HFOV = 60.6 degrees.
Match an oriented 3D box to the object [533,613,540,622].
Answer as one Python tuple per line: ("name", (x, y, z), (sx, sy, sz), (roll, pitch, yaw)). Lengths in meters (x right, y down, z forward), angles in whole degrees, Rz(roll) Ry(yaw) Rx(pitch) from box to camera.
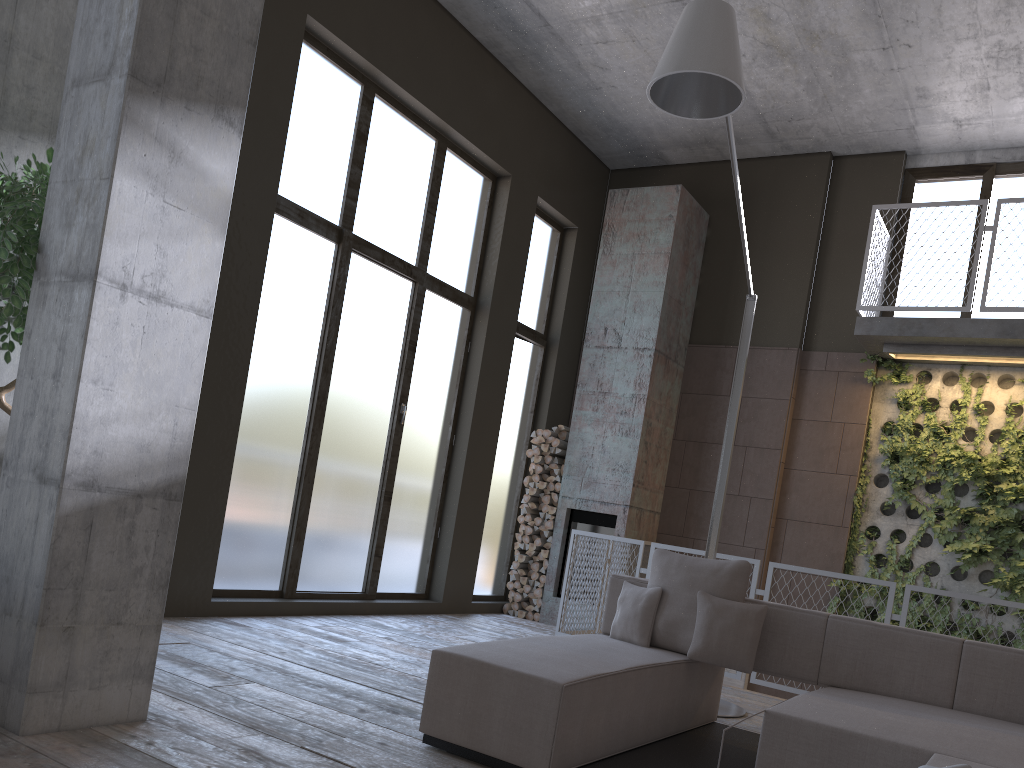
("object", (0.373, 2.466, 9.289), (0.091, 0.091, 0.445), (7, -8, 32))

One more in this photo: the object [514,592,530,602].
("object", (0.139, 2.276, 9.360), (0.097, 0.106, 0.299), (7, -8, 34))

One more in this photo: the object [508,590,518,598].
("object", (0.085, 2.271, 9.448), (0.100, 0.102, 0.298), (6, -8, 34))

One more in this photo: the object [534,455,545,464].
("object", (0.392, 0.836, 9.380), (0.093, 0.083, 0.488), (6, -9, 32))

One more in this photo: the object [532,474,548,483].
("object", (0.363, 1.037, 9.437), (0.091, 0.093, 0.445), (7, -8, 32))

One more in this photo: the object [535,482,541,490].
("object", (0.378, 1.117, 9.412), (0.066, 0.067, 0.430), (7, -8, 32))

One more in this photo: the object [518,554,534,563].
("object", (0.223, 1.879, 9.377), (0.093, 0.083, 0.488), (6, -9, 32))

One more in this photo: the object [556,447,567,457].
("object", (0.592, 0.738, 9.277), (0.066, 0.067, 0.430), (7, -8, 32))

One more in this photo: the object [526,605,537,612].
("object", (0.301, 2.399, 9.353), (0.114, 0.079, 0.443), (6, -9, 32))

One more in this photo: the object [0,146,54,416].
("object", (-2.067, -0.051, 3.620), (1.001, 1.854, 0.972), (9, -2, -1))

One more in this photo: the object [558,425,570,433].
("object", (0.602, 0.492, 9.341), (0.087, 0.055, 0.338), (5, -9, 32))

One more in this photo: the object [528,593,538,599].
("object", (0.314, 2.248, 9.315), (0.121, 0.067, 0.370), (5, -9, 34))

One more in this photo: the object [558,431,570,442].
("object", (0.607, 0.575, 9.366), (0.098, 0.107, 0.299), (7, -8, 34))

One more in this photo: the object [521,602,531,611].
("object", (0.224, 2.383, 9.416), (0.100, 0.086, 0.369), (6, -9, 32))

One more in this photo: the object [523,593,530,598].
("object", (0.229, 2.256, 9.373), (0.064, 0.074, 0.366), (7, -8, 31))

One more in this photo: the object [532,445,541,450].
("object", (0.340, 0.715, 9.443), (0.065, 0.086, 0.433), (7, -8, 31))

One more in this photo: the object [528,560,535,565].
("object", (0.294, 1.909, 9.368), (0.064, 0.074, 0.366), (7, -8, 35))

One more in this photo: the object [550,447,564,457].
("object", (0.525, 0.735, 9.319), (0.067, 0.066, 0.430), (7, -9, 32))

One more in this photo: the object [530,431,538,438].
("object", (0.337, 0.571, 9.441), (0.067, 0.068, 0.431), (7, -8, 32))

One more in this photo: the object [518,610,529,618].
("object", (0.221, 2.462, 9.368), (0.093, 0.083, 0.488), (6, -9, 32))

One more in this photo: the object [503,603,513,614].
("object", (0.022, 2.423, 9.457), (0.063, 0.124, 0.370), (8, -7, 32))

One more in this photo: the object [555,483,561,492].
("object", (0.594, 1.115, 9.291), (0.091, 0.091, 0.445), (7, -8, 32))

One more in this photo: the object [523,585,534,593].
("object", (0.267, 2.188, 9.348), (0.090, 0.089, 0.463), (7, -8, 31))

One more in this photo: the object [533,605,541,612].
("object", (0.360, 2.375, 9.296), (0.071, 0.072, 0.430), (7, -8, 32))

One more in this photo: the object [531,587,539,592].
("object", (0.343, 2.189, 9.336), (0.066, 0.070, 0.431), (7, -8, 32))

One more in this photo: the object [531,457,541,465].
("object", (0.328, 0.842, 9.422), (0.066, 0.067, 0.430), (7, -8, 32))

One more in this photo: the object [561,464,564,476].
("object", (0.626, 0.935, 9.278), (0.063, 0.125, 0.370), (8, -7, 32))

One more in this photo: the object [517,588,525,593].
("object", (0.171, 2.209, 9.383), (0.088, 0.056, 0.338), (5, -9, 32))

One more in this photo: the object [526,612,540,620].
("object", (0.302, 2.470, 9.339), (0.090, 0.089, 0.463), (7, -8, 32))

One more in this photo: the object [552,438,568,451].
("object", (0.567, 0.657, 9.293), (0.092, 0.092, 0.445), (7, -8, 32))

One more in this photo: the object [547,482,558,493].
("object", (0.522, 1.119, 9.341), (0.090, 0.089, 0.463), (7, -8, 32))

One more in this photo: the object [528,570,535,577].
("object", (0.308, 2.037, 9.399), (0.100, 0.086, 0.369), (6, -9, 34))

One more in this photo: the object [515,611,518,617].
("object", (0.158, 2.468, 9.410), (0.066, 0.067, 0.430), (7, -8, 32))

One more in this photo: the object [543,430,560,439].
("object", (0.439, 0.559, 9.312), (0.103, 0.102, 0.297), (7, -8, 32))

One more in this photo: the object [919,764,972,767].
("object", (1.024, 1.235, 2.014), (1.622, 0.499, 1.038), (15, -9, -38))

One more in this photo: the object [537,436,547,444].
("object", (0.412, 0.632, 9.375), (0.112, 0.079, 0.443), (6, -9, 32))

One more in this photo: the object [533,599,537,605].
("object", (0.340, 2.317, 9.306), (0.066, 0.084, 0.433), (7, -8, 31))

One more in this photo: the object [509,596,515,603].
("object", (0.048, 2.302, 9.367), (0.045, 0.072, 0.255), (8, -8, 32))

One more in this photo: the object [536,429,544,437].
("object", (0.408, 0.566, 9.433), (0.090, 0.090, 0.464), (7, -8, 31))

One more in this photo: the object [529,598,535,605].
("object", (0.300, 2.337, 9.414), (0.103, 0.101, 0.297), (7, -8, 32))

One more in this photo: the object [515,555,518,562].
("object", (0.160, 1.885, 9.419), (0.066, 0.067, 0.430), (7, -8, 32))

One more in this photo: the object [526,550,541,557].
("object", (0.303, 1.816, 9.362), (0.114, 0.079, 0.443), (6, -9, 32))

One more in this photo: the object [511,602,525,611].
("object", (0.143, 2.389, 9.435), (0.091, 0.093, 0.445), (7, -8, 32))

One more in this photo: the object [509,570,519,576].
("object", (0.111, 2.043, 9.465), (0.121, 0.067, 0.370), (5, -9, 32))

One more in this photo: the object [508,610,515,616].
("object", (0.090, 2.461, 9.453), (0.067, 0.066, 0.430), (7, -9, 32))

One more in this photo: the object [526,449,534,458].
("object", (0.299, 0.777, 9.442), (0.090, 0.091, 0.445), (7, -8, 32))

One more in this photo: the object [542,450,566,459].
("object", (0.472, 0.773, 9.365), (0.114, 0.079, 0.443), (6, -9, 32))

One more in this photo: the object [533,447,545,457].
("object", (0.373, 0.756, 9.392), (0.090, 0.089, 0.463), (7, -8, 32))

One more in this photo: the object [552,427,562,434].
("object", (0.531, 0.520, 9.352), (0.064, 0.072, 0.366), (7, -8, 31))
